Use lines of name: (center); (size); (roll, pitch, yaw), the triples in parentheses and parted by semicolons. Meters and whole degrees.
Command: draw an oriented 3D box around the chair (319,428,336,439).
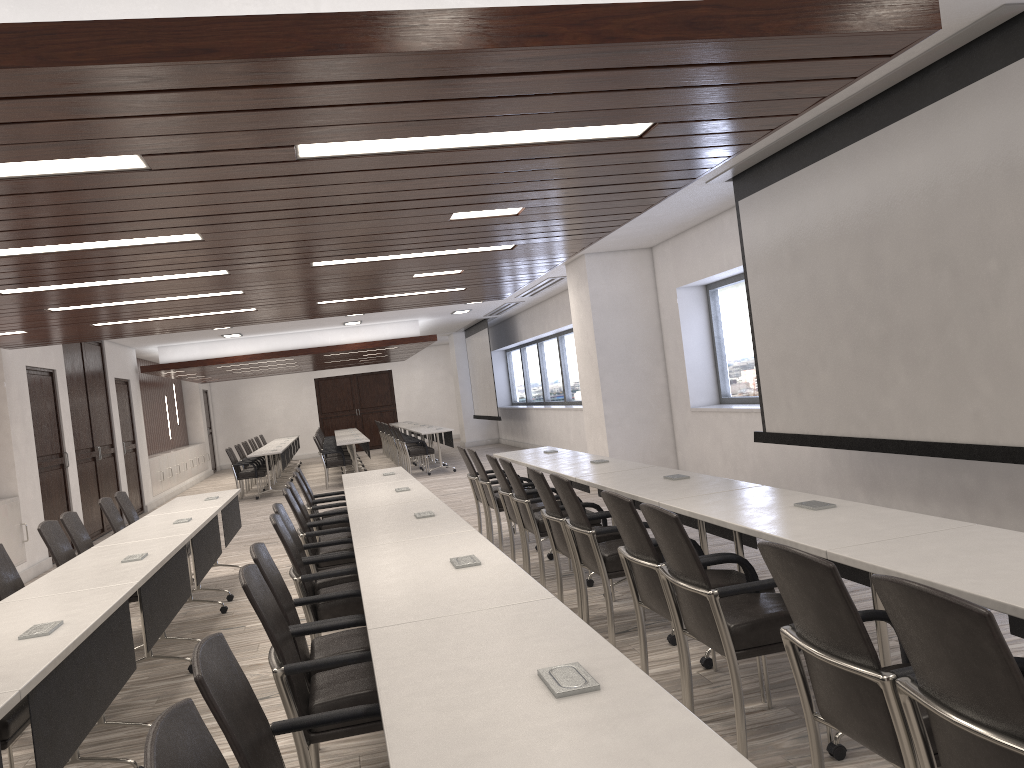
chair: (-4.722, 1.576, 23.410); (0.638, 0.939, 0.513); (-7, 0, -11)

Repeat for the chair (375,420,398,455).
chair: (-3.283, 1.402, 23.704); (0.638, 0.939, 0.513); (-7, 0, -11)

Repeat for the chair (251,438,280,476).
chair: (-5.695, 1.692, 20.630); (0.638, 0.939, 0.513); (-7, 0, -13)

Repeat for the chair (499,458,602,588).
chair: (0.283, 0.955, 6.368); (0.638, 0.939, 0.513); (-7, 0, -12)

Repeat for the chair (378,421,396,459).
chair: (-2.977, 1.363, 22.213); (0.638, 0.939, 0.513); (-7, 0, -12)

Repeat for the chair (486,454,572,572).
chair: (0.173, 0.969, 6.879); (0.638, 0.939, 0.513); (-7, 0, -11)

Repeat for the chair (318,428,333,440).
chair: (-4.525, 1.551, 22.430); (0.638, 0.939, 0.513); (-7, 0, -11)

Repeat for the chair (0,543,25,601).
chair: (-2.450, 1.286, 4.778); (0.638, 0.939, 0.513); (-7, 0, -13)

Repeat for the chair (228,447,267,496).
chair: (-4.786, 1.578, 16.157); (0.638, 0.939, 0.513); (-7, 0, -12)

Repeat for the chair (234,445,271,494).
chair: (-4.985, 1.603, 17.139); (0.638, 0.939, 0.513); (-7, 0, -12)

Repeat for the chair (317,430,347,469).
chair: (-4.223, 1.514, 20.941); (0.638, 0.939, 0.513); (-7, 0, -12)

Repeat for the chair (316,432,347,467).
chair: (-3.925, 1.476, 19.439); (0.638, 0.939, 0.513); (-7, 0, -11)

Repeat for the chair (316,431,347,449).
chair: (-4.128, 1.502, 20.426); (0.638, 0.939, 0.513); (-7, 0, -12)

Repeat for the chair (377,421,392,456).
chair: (-3.082, 1.376, 22.736); (0.638, 0.939, 0.513); (-7, 0, -12)

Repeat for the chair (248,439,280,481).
chair: (-5.605, 1.681, 20.113); (0.638, 0.939, 0.513); (-7, 0, -11)

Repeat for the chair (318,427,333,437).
chair: (-4.842, 1.591, 23.915); (0.638, 0.939, 0.513); (-7, 0, -13)

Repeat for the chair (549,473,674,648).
chair: (0.588, 0.917, 4.873); (0.638, 0.939, 0.513); (-7, 0, -12)

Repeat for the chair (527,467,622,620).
chair: (0.470, 0.932, 5.385); (0.638, 0.939, 0.513); (-7, 0, -12)

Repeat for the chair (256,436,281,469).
chair: (-6.012, 1.732, 22.120); (0.638, 0.939, 0.513); (-7, 0, -11)

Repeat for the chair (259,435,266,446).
chair: (-6.203, 1.756, 23.096); (0.638, 0.939, 0.513); (-7, 0, -12)

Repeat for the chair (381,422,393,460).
chair: (-2.760, 1.336, 21.238); (0.638, 0.939, 0.513); (-7, 0, -13)

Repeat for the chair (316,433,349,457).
chair: (-3.818, 1.463, 18.934); (0.638, 0.939, 0.513); (-7, 0, -11)

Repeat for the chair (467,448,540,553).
chair: (-0.022, 0.993, 7.856); (0.638, 0.939, 0.513); (-7, 0, -12)

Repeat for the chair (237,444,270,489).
chair: (-5.091, 1.616, 17.661); (0.638, 0.939, 0.513); (-7, 0, -11)

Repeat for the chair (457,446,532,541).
chair: (-0.142, 1.008, 8.363); (0.638, 0.939, 0.513); (-7, 0, -11)

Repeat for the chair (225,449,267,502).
chair: (-4.673, 1.564, 15.647); (0.638, 0.939, 0.513); (-7, 0, -11)

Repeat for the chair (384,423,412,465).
chair: (-2.470, 1.300, 19.746); (0.638, 0.939, 0.513); (-7, 0, -11)

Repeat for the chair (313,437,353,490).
chair: (-3.202, 1.386, 15.953); (0.638, 0.939, 0.513); (-7, 0, -12)

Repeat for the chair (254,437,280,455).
chair: (-5.906, 1.718, 21.606); (0.638, 0.939, 0.513); (-7, 0, -12)

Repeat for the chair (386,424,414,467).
chair: (-2.367, 1.287, 19.232); (0.638, 0.939, 0.513); (-7, 0, -11)

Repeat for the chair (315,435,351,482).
chair: (-3.505, 1.424, 17.445); (0.638, 0.939, 0.513); (-7, 0, -13)

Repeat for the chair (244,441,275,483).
chair: (-5.394, 1.654, 19.128); (0.638, 0.939, 0.513); (-7, 0, -12)

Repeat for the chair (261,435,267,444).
chair: (-6.311, 1.769, 23.609); (0.638, 0.939, 0.513); (-7, 0, -11)

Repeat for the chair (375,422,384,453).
chair: (-3.379, 1.414, 24.217); (0.638, 0.939, 0.513); (-7, 0, -11)

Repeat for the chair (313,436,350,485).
chair: (-3.321, 1.401, 16.472); (0.638, 0.939, 0.513); (-7, 0, -12)

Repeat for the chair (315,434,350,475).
chair: (-3.608, 1.437, 17.955); (0.638, 0.939, 0.513); (-7, 0, -12)

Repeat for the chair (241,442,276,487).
chair: (-5.297, 1.642, 18.618); (0.638, 0.939, 0.513); (-7, 0, -11)

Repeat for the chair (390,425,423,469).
chair: (-2.065, 1.249, 17.750); (0.638, 0.939, 0.513); (-7, 0, -11)

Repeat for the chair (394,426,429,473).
chair: (-1.863, 1.224, 16.769); (0.638, 0.939, 0.513); (-7, 0, -12)

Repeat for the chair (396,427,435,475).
chair: (-1.759, 1.211, 16.256); (0.638, 0.939, 0.513); (-7, 0, -11)

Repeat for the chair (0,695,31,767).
chair: (-2.159, 1.249, 3.289); (0.638, 0.939, 0.513); (-7, 0, -12)

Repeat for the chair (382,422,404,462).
chair: (-2.661, 1.324, 20.722); (0.638, 0.939, 0.513); (-7, 0, -12)

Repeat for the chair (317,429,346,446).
chair: (-4.428, 1.539, 21.920); (0.638, 0.939, 0.513); (-7, 0, -12)

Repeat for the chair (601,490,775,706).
chair: (0.780, 0.893, 3.895); (0.638, 0.939, 0.513); (-7, 0, -13)

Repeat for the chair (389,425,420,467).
chair: (-2.153, 1.260, 18.265); (0.638, 0.939, 0.513); (-7, 0, -13)
